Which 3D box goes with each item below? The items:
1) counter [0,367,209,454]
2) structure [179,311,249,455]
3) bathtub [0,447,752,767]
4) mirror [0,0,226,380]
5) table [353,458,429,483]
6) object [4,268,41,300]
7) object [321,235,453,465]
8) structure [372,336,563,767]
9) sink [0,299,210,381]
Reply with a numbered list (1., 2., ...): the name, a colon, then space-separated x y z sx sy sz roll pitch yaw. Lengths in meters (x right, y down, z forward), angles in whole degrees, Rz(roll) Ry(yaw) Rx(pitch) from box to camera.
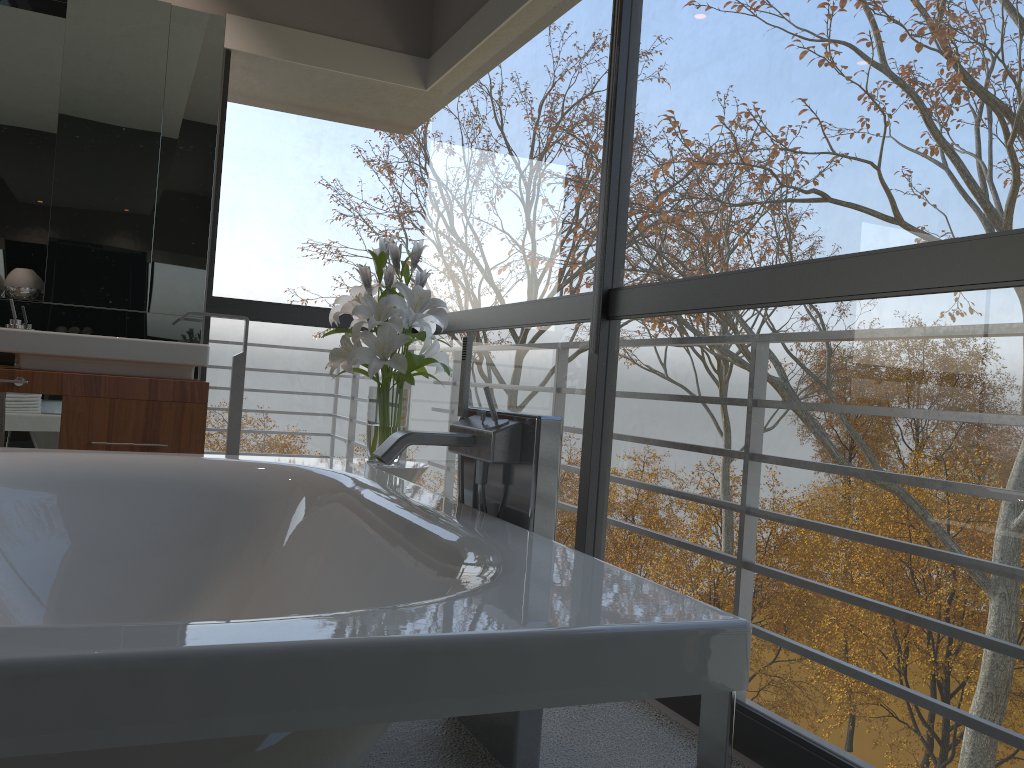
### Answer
1. counter: -2.123 0.278 3.250 1.848 0.704 0.525 4 -1 -24
2. structure: -1.248 0.204 3.661 0.303 0.989 0.069 4 -1 -24
3. bathtub: -0.726 0.472 1.694 1.327 0.504 1.958 4 0 -24
4. mirror: -2.178 -0.875 3.634 1.790 1.618 0.253 4 -1 -24
5. table: -0.457 0.512 3.066 0.307 0.479 0.308 5 -1 -40
6. object: -2.033 -0.413 3.688 0.136 0.131 0.136 4 -1 18
7. object: -0.422 -0.124 3.086 0.460 0.796 0.450 4 -1 3
8. structure: -0.145 0.328 1.904 0.330 0.885 0.402 4 -1 -24
9. sink: -1.612 -0.170 3.528 0.750 0.266 0.352 4 -1 -24
